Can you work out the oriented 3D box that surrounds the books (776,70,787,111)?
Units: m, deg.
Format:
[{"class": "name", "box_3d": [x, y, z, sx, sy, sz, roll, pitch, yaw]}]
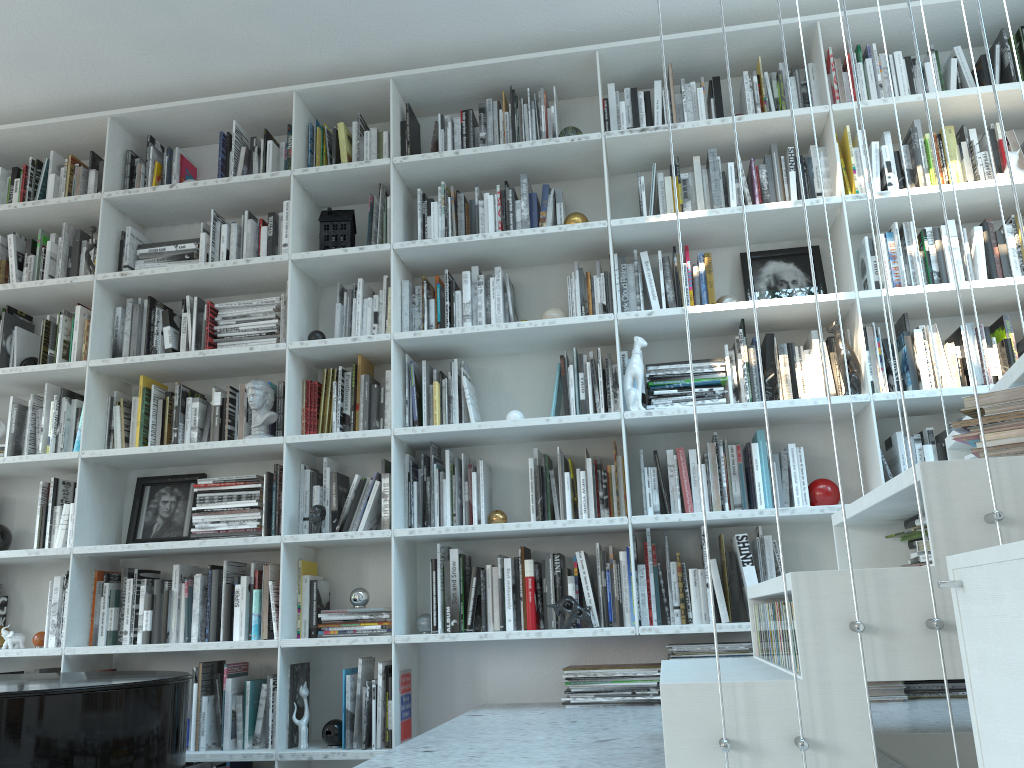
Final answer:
[{"class": "books", "box_3d": [1.062, -1.084, 3.511, 0.018, 0.234, 0.187, -4, -15, 9]}]

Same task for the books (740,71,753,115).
[{"class": "books", "box_3d": [0.935, -1.085, 3.532, 0.019, 0.255, 0.169, -4, -15, 9]}]

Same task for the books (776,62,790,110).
[{"class": "books", "box_3d": [1.083, -1.112, 3.535, 0.020, 0.298, 0.131, -4, -15, 9]}]

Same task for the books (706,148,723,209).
[{"class": "books", "box_3d": [0.780, -0.731, 3.433, 0.032, 0.264, 0.246, -4, -15, 9]}]

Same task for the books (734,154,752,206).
[{"class": "books", "box_3d": [0.908, -0.735, 3.470, 0.048, 0.282, 0.162, -4, -15, 9]}]

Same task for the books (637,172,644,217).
[{"class": "books", "box_3d": [0.514, -0.690, 3.524, 0.012, 0.253, 0.161, -4, -15, 9]}]

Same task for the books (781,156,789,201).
[{"class": "books", "box_3d": [1.051, -0.733, 3.433, 0.011, 0.248, 0.152, -4, -15, 9]}]

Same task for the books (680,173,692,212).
[{"class": "books", "box_3d": [0.685, -0.691, 3.491, 0.030, 0.223, 0.158, -4, -15, 9]}]

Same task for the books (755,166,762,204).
[{"class": "books", "box_3d": [0.952, -0.708, 3.449, 0.013, 0.215, 0.178, -4, -15, 9]}]

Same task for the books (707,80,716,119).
[{"class": "books", "box_3d": [0.808, -1.067, 3.575, 0.012, 0.253, 0.161, -4, -15, 9]}]

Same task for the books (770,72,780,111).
[{"class": "books", "box_3d": [1.048, -1.088, 3.537, 0.017, 0.256, 0.147, -4, -15, 9]}]

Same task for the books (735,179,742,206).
[{"class": "books", "box_3d": [0.886, -0.686, 3.481, 0.027, 0.195, 0.131, -4, -15, 9]}]

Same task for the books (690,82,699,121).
[{"class": "books", "box_3d": [0.737, -1.064, 3.576, 0.021, 0.253, 0.152, -4, -15, 9]}]

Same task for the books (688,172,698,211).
[{"class": "books", "box_3d": [0.714, -0.695, 3.502, 0.024, 0.235, 0.147, -4, -15, 9]}]

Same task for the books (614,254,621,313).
[{"class": "books", "box_3d": [0.416, -0.344, 3.450, 0.012, 0.284, 0.160, -4, -15, 9]}]

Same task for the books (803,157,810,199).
[{"class": "books", "box_3d": [1.131, -0.733, 3.436, 0.014, 0.245, 0.143, -4, -15, 9]}]

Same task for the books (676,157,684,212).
[{"class": "books", "box_3d": [0.664, -0.724, 3.503, 0.011, 0.295, 0.163, -4, -15, 9]}]

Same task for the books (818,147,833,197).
[{"class": "books", "box_3d": [1.197, -0.752, 3.415, 0.031, 0.264, 0.170, -4, -15, 9]}]

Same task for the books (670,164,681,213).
[{"class": "books", "box_3d": [0.645, -0.707, 3.493, 0.026, 0.260, 0.168, -4, -15, 9]}]

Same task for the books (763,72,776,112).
[{"class": "books", "box_3d": [1.022, -1.086, 3.525, 0.031, 0.248, 0.165, -4, -15, 9]}]

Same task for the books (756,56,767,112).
[{"class": "books", "box_3d": [0.996, -1.119, 3.539, 0.007, 0.320, 0.166, -4, -15, 9]}]

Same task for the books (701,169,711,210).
[{"class": "books", "box_3d": [0.761, -0.703, 3.484, 0.025, 0.238, 0.143, -4, -15, 9]}]

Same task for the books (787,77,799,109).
[{"class": "books", "box_3d": [1.105, -1.074, 3.507, 0.029, 0.209, 0.170, -4, -15, 9]}]

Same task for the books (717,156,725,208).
[{"class": "books", "box_3d": [0.821, -0.728, 3.489, 0.012, 0.284, 0.160, -4, -15, 9]}]

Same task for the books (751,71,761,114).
[{"class": "books", "box_3d": [0.970, -1.083, 3.535, 0.016, 0.251, 0.189, -4, -15, 9]}]

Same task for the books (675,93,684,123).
[{"class": "books", "box_3d": [0.679, -1.041, 3.591, 0.030, 0.220, 0.133, -4, -15, 9]}]

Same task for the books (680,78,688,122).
[{"class": "books", "box_3d": [0.696, -1.067, 3.574, 0.014, 0.261, 0.168, -4, -15, 9]}]

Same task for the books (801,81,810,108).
[{"class": "books", "box_3d": [1.163, -1.073, 3.521, 0.031, 0.210, 0.132, -4, -15, 9]}]

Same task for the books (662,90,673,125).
[{"class": "books", "box_3d": [0.633, -1.045, 3.587, 0.030, 0.230, 0.148, -4, -15, 9]}]

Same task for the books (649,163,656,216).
[{"class": "books", "box_3d": [0.557, -0.708, 3.519, 0.051, 0.281, 0.167, -4, -15, 9]}]

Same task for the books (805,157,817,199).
[{"class": "books", "box_3d": [1.148, -0.731, 3.424, 0.022, 0.233, 0.159, -4, -15, 9]}]

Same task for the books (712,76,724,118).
[{"class": "books", "box_3d": [0.826, -1.074, 3.560, 0.030, 0.257, 0.165, -4, -15, 9]}]

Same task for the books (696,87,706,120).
[{"class": "books", "box_3d": [0.758, -1.044, 3.553, 0.024, 0.201, 0.190, -4, -15, 9]}]

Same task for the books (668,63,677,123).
[{"class": "books", "box_3d": [0.651, -1.099, 3.586, 0.014, 0.331, 0.181, -4, -15, 9]}]

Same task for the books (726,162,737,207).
[{"class": "books", "box_3d": [0.850, -0.712, 3.445, 0.030, 0.229, 0.187, -4, -15, 9]}]

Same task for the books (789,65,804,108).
[{"class": "books", "box_3d": [1.133, -1.105, 3.529, 0.025, 0.278, 0.136, -4, -15, 9]}]

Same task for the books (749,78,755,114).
[{"class": "books", "box_3d": [0.950, -1.068, 3.529, 0.008, 0.220, 0.183, -4, -15, 9]}]

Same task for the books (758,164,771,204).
[{"class": "books", "box_3d": [0.972, -0.713, 3.436, 0.031, 0.217, 0.166, -4, -15, 9]}]

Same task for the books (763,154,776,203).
[{"class": "books", "box_3d": [0.999, -0.735, 3.446, 0.023, 0.263, 0.156, -4, -15, 9]}]

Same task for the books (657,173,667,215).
[{"class": "books", "box_3d": [0.597, -0.694, 3.517, 0.026, 0.250, 0.131, -4, -15, 9]}]

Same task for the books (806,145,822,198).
[{"class": "books", "box_3d": [1.169, -0.758, 3.423, 0.026, 0.283, 0.147, -4, -15, 9]}]

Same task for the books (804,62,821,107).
[{"class": "books", "box_3d": [1.187, -1.106, 3.502, 0.026, 0.262, 0.163, -4, -15, 9]}]

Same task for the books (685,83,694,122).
[{"class": "books", "box_3d": [0.714, -1.056, 3.569, 0.022, 0.235, 0.172, -4, -15, 9]}]

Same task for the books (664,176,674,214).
[{"class": "books", "box_3d": [0.620, -0.681, 3.486, 0.025, 0.207, 0.175, -4, -15, 9]}]

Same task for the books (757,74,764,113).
[{"class": "books", "box_3d": [0.988, -1.084, 3.546, 0.017, 0.258, 0.136, -4, -15, 9]}]

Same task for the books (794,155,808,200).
[{"class": "books", "box_3d": [1.107, -0.734, 3.422, 0.030, 0.240, 0.162, -4, -15, 9]}]

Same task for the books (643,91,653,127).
[{"class": "books", "box_3d": [0.559, -1.045, 3.616, 0.027, 0.249, 0.140, -4, -15, 9]}]

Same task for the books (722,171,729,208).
[{"class": "books", "box_3d": [0.834, -0.699, 3.475, 0.013, 0.220, 0.146, -4, -15, 9]}]

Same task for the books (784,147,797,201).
[{"class": "books", "box_3d": [1.072, -0.748, 3.424, 0.036, 0.271, 0.177, -4, -15, 9]}]

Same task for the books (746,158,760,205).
[{"class": "books", "box_3d": [0.936, -0.723, 3.437, 0.014, 0.239, 0.190, -4, -15, 9]}]

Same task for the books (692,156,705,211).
[{"class": "books", "box_3d": [0.734, -0.727, 3.484, 0.026, 0.287, 0.156, -4, -15, 9]}]

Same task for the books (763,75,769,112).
[{"class": "books", "box_3d": [1.004, -1.075, 3.518, 0.007, 0.225, 0.170, -4, -15, 9]}]

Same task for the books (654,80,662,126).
[{"class": "books", "box_3d": [0.593, -1.066, 3.597, 0.048, 0.277, 0.150, -4, -15, 9]}]

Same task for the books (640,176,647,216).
[{"class": "books", "box_3d": [0.526, -0.684, 3.518, 0.013, 0.236, 0.142, -4, -15, 9]}]

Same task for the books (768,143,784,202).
[{"class": "books", "box_3d": [1.018, -0.755, 3.433, 0.022, 0.293, 0.181, -4, -15, 9]}]

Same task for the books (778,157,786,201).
[{"class": "books", "box_3d": [1.041, -0.728, 3.448, 0.014, 0.248, 0.163, -4, -15, 9]}]

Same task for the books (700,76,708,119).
[{"class": "books", "box_3d": [0.778, -1.076, 3.586, 0.012, 0.278, 0.153, -4, -15, 9]}]
